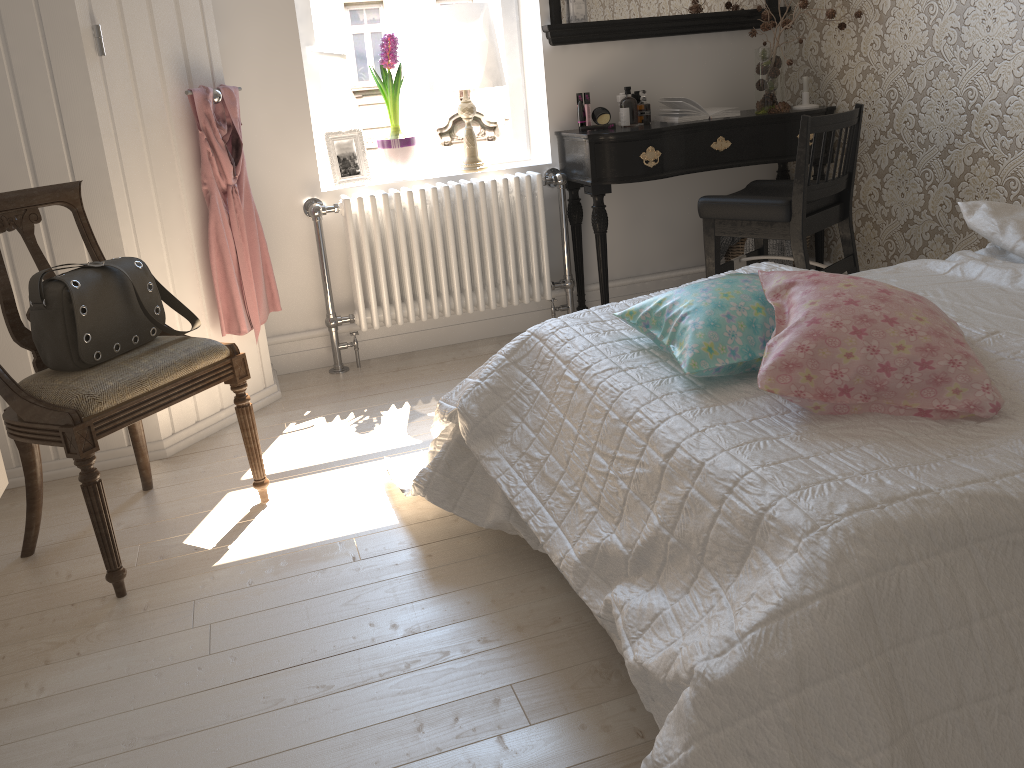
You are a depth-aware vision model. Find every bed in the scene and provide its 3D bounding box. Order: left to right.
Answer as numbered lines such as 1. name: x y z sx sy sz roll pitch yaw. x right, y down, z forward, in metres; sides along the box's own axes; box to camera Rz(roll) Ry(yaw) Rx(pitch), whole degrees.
1. bed: 0.931 0.045 1.839 2.221 0.616 1.997 -11 20 -15

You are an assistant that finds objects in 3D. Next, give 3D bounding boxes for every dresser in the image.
1. dresser: -1.400 -1.061 2.727 1.029 2.522 0.715 -10 15 -16

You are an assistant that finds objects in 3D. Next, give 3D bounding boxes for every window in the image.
1. window: -0.440 -1.742 3.547 0.953 1.740 0.113 -10 15 -16

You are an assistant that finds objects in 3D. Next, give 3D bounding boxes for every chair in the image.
1. chair: -1.042 -0.039 2.216 0.539 0.869 0.532 3 18 27
2. chair: 0.981 -0.543 3.168 0.461 0.841 0.465 9 21 42

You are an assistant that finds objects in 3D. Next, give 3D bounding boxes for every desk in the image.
1. desk: 0.800 -0.691 3.691 1.110 0.804 0.445 -11 16 -16

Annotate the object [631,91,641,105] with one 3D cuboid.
1. object: 0.528 -1.152 3.676 0.058 0.131 0.059 5 18 33

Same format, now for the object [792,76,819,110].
1. object: 1.209 -1.199 3.633 0.105 0.128 0.107 0 17 18

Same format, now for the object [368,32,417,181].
1. object: -0.477 -1.106 3.523 0.158 0.564 0.159 -14 17 -30

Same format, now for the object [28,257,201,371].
1. object: -0.996 -0.199 2.193 0.213 0.242 0.410 3 20 27

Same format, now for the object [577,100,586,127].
1. object: 0.281 -1.082 3.552 0.031 0.117 0.056 0 16 21

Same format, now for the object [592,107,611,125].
1. object: 0.353 -1.074 3.561 0.080 0.084 0.085 2 18 23

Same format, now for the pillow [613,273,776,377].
1. pillow: 0.429 -0.118 1.729 0.363 0.165 0.391 -9 19 -11

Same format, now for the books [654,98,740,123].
1. books: 0.757 -1.139 3.631 0.280 0.093 0.231 -10 19 -14

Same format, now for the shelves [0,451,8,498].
1. shelves: -1.168 0.334 1.497 0.369 0.205 1.140 -10 20 -15

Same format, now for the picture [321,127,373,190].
1. picture: -0.645 -0.887 3.467 0.179 0.220 0.050 -17 19 -35

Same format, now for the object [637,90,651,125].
1. object: 0.535 -1.122 3.579 0.054 0.135 0.055 1 16 22

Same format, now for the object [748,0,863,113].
1. object: 1.131 -1.372 3.508 0.546 0.585 0.323 11 22 42

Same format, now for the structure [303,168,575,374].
1. structure: -0.246 -0.464 3.537 1.072 0.666 0.169 -11 15 -16

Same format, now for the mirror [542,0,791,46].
1. mirror: 0.640 -1.720 3.608 1.123 0.559 0.067 -11 15 -16

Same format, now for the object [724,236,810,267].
1. object: 1.100 -0.564 3.827 0.393 0.422 0.404 -1 17 15

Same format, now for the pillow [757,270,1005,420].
1. pillow: 0.597 -0.072 1.493 0.353 0.197 0.405 0 19 15

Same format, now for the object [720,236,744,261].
1. object: 1.031 -0.555 3.807 0.368 0.324 0.309 -10 17 -15

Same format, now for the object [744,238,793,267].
1. object: 1.087 -0.537 3.789 0.290 0.347 0.358 1 18 22

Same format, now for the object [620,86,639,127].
1. object: 0.467 -1.110 3.534 0.071 0.154 0.071 -11 16 -21

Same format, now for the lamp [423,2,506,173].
1. lamp: -0.191 -1.190 3.579 0.339 0.637 0.349 -7 16 -4

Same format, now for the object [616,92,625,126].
1. object: 0.462 -1.130 3.630 0.058 0.131 0.059 5 18 33

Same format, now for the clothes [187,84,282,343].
1. clothes: -0.932 -0.560 2.970 0.092 0.856 0.338 -2 15 13

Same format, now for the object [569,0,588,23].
1. object: 0.265 -1.507 3.533 0.072 0.118 0.038 -9 15 -11
